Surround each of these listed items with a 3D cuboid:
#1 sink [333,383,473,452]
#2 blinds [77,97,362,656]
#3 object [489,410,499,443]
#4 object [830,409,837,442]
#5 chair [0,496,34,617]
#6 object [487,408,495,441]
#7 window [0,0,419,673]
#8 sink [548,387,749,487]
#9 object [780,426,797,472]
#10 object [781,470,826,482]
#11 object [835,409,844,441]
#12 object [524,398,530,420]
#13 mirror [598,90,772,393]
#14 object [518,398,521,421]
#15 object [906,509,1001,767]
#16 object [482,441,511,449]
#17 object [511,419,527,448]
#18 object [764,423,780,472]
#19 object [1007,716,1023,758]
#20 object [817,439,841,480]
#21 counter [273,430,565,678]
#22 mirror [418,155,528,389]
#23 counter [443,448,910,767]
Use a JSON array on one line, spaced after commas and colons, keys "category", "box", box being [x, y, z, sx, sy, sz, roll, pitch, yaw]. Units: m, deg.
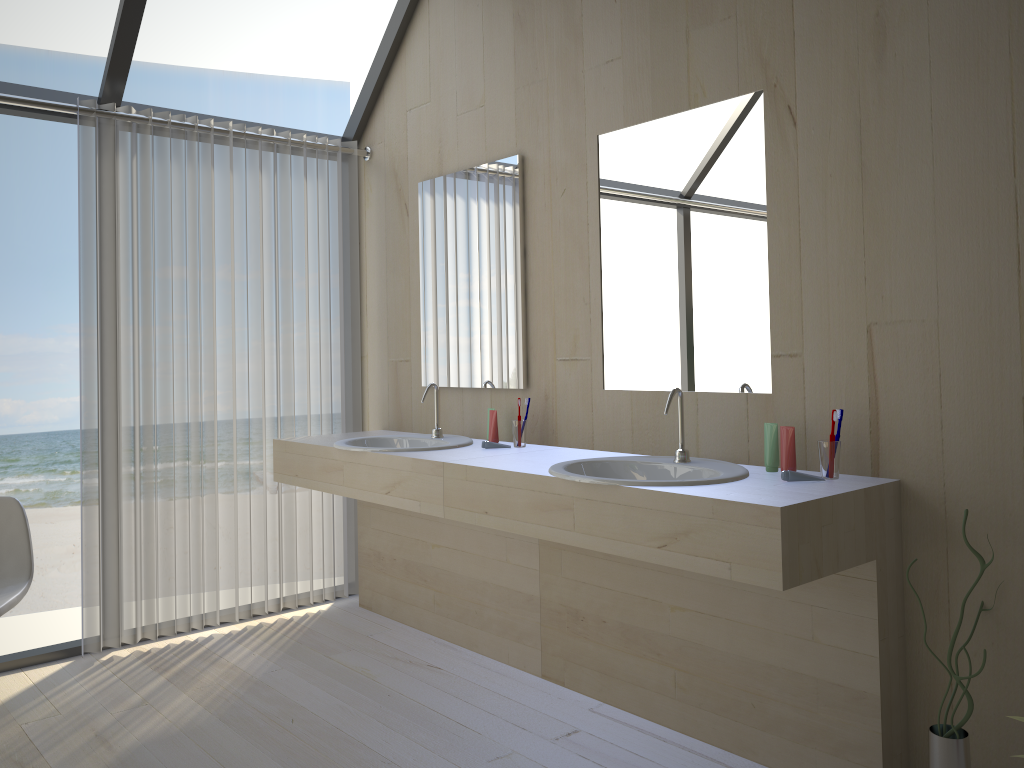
[{"category": "sink", "box": [-0.413, 0.210, 3.362, 0.504, 0.420, 0.573, -2, 1, -37]}, {"category": "blinds", "box": [-1.166, -0.059, 3.683, 1.183, 2.073, 0.084, -1, -1, -40]}, {"category": "object", "box": [-0.067, 0.163, 3.211, 0.039, 0.135, 0.039, -1, -1, 8]}, {"category": "object", "box": [0.809, 0.153, 2.228, 0.012, 0.178, 0.050, -1, -1, -1]}, {"category": "chair", "box": [-1.715, 0.552, 2.729, 0.369, 0.348, 0.454, -1, 1, -12]}, {"category": "object", "box": [-0.077, 0.159, 3.325, 0.039, 0.135, 0.039, -1, -1, 8]}, {"category": "window", "box": [-2.279, -0.337, 2.494, 4.563, 2.817, 0.744, -2, 0, -40]}, {"category": "sink", "box": [0.369, 0.225, 2.445, 0.504, 0.420, 0.573, -2, 1, -37]}, {"category": "object", "box": [0.715, 0.177, 2.294, 0.039, 0.135, 0.039, -1, -1, 1]}, {"category": "object", "box": [0.727, 0.229, 2.213, 0.104, 0.029, 0.032, -1, 0, 0]}, {"category": "object", "box": [0.824, 0.152, 2.262, 0.054, 0.175, 0.012, -1, -2, -15]}, {"category": "object", "box": [0.042, 0.138, 3.179, 0.054, 0.175, 0.012, -1, -2, -15]}, {"category": "mirror", "box": [0.522, -0.409, 2.760, 0.023, 0.869, 0.653, 0, -1, -40]}, {"category": "object", "box": [0.027, 0.138, 3.145, 0.012, 0.178, 0.050, -1, -1, -1]}, {"category": "object", "box": [0.959, 0.659, 2.005, 0.273, 0.750, 0.407, -2, -1, 37]}, {"category": "object", "box": [-0.056, 0.214, 3.130, 0.104, 0.029, 0.032, -1, 0, 0]}, {"category": "object", "box": [0.027, 0.179, 3.174, 0.058, 0.100, 0.058, -1, -1, -34]}, {"category": "object", "box": [0.706, 0.174, 2.407, 0.039, 0.135, 0.039, -1, -1, 1]}, {"category": "object", "box": [0.760, 0.491, 0.563, 0.916, 1.158, 0.750, -1, 0, -7]}, {"category": "object", "box": [0.810, 0.194, 2.257, 0.058, 0.100, 0.058, -1, -1, -30]}, {"category": "counter", "box": [-0.390, 0.623, 3.408, 0.550, 0.791, 1.204, -1, 0, -40]}, {"category": "mirror", "box": [-0.171, -0.421, 3.530, 0.023, 0.869, 0.653, 0, -1, -40]}, {"category": "counter", "box": [0.392, 0.637, 2.491, 0.550, 0.791, 1.204, -1, 0, -40]}]
